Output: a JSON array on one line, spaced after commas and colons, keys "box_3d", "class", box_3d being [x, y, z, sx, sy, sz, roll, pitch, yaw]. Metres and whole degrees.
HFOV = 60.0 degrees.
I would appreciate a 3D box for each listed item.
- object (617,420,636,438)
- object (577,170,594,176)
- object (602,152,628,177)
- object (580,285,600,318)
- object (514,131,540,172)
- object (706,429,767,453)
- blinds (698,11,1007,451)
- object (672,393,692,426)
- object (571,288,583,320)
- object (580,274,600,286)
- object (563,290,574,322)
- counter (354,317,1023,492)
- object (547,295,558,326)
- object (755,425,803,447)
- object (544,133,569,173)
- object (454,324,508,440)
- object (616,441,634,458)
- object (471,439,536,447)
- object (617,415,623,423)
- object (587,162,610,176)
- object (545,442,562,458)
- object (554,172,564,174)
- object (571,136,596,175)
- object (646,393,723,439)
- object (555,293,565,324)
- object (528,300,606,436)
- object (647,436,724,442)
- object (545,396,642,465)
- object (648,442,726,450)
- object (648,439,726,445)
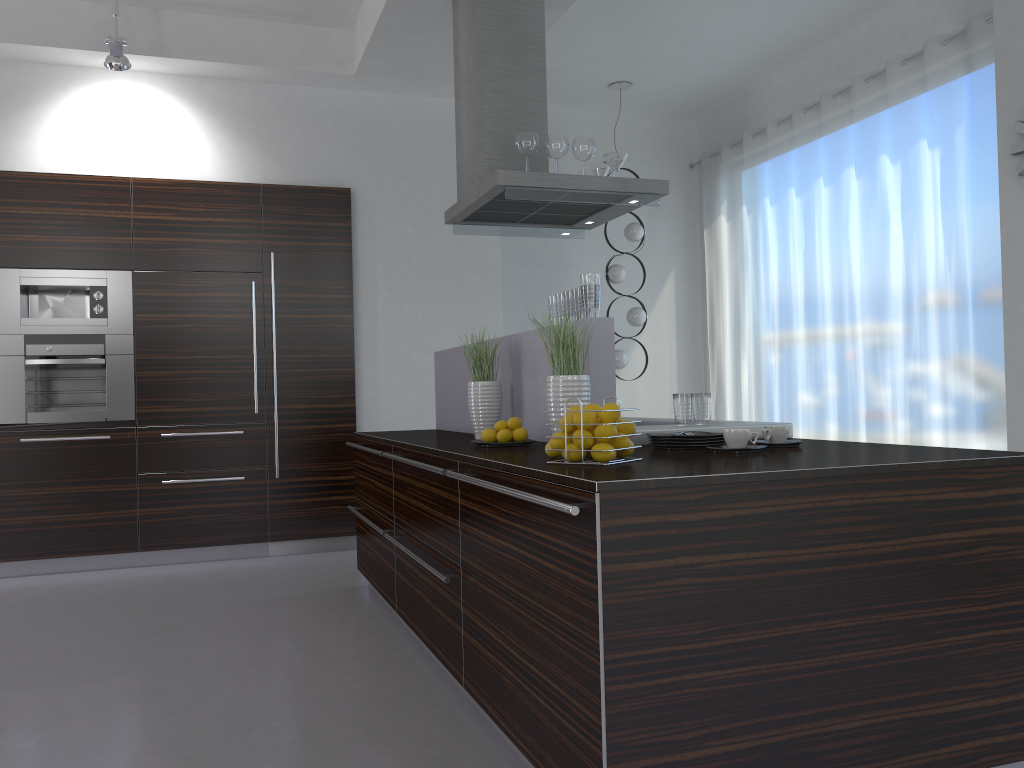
[{"box_3d": [0.308, 0.125, 2.416, 0.060, 0.055, 0.053, -2, -1, 24], "class": "object"}, {"box_3d": [0.437, -1.097, 4.975, 0.137, 0.174, 0.137, -2, -1, 36], "class": "object"}, {"box_3d": [0.540, -1.104, 4.624, 0.137, 0.174, 0.137, -2, -1, 36], "class": "object"}, {"box_3d": [0.279, -0.288, 3.142, 0.071, 0.119, 0.072, -2, -1, 21], "class": "object"}, {"box_3d": [0.074, -1.119, 4.359, 0.125, 0.221, 0.125, -2, -1, 6], "class": "object"}, {"box_3d": [0.666, 0.170, 2.635, 0.153, 0.069, 0.153, -2, -1, 45], "class": "object"}, {"box_3d": [2.210, -0.501, 6.438, 0.120, 3.112, 3.245, -1, -1, -19], "class": "blinds"}, {"box_3d": [0.631, 0.095, 3.279, 0.071, 0.119, 0.072, -1, -1, -19], "class": "object"}, {"box_3d": [0.253, -0.286, 3.218, 0.071, 0.119, 0.072, -2, -1, 21], "class": "object"}, {"box_3d": [0.278, -0.327, 3.142, 0.071, 0.119, 0.072, -2, -1, 21], "class": "object"}, {"box_3d": [0.227, -0.285, 3.295, 0.071, 0.119, 0.072, -2, -1, 21], "class": "object"}, {"box_3d": [0.266, 0.428, 3.619, 1.302, 1.300, 3.291, -1, -1, -19], "class": "counter"}, {"box_3d": [0.175, -0.281, 3.448, 0.072, 0.119, 0.071, -2, -1, 31], "class": "object"}, {"box_3d": [0.849, 0.168, 2.837, 0.153, 0.069, 0.153, -2, -1, 15], "class": "object"}, {"box_3d": [0.223, -1.122, 4.411, 0.125, 0.221, 0.125, -2, -1, 6], "class": "object"}, {"box_3d": [-0.141, -0.015, 3.772, 0.247, 0.502, 0.269, -1, -1, -19], "class": "object"}, {"box_3d": [0.304, 0.177, 2.424, 0.061, 0.053, 0.053, -2, -1, 26], "class": "object"}, {"box_3d": [-0.033, 0.218, 3.274, 0.232, 0.020, 0.232, -1, -1, -10], "class": "object"}, {"box_3d": [0.274, 0.098, 2.441, 0.063, 0.051, 0.053, -2, -1, 27], "class": "object"}, {"box_3d": [0.479, -1.100, 4.804, 0.137, 0.174, 0.137, -2, -1, 36], "class": "object"}, {"box_3d": [0.124, 0.189, 2.581, 0.053, 0.051, 0.063, -1, -1, -15], "class": "object"}, {"box_3d": [0.259, -1.113, 5.177, 0.125, 0.221, 0.125, -2, -1, 6], "class": "object"}, {"box_3d": [0.362, -1.125, 4.459, 0.125, 0.221, 0.125, -2, -1, 6], "class": "object"}, {"box_3d": [0.589, 0.108, 3.070, 0.269, 0.147, 0.646, -2, -1, 6], "class": "object"}, {"box_3d": [0.201, -0.283, 3.371, 0.071, 0.119, 0.072, -2, -1, 21], "class": "object"}, {"box_3d": [0.169, -0.033, 2.939, 0.269, 0.502, 0.247, -2, -1, 24], "class": "object"}, {"box_3d": [0.571, 0.179, 2.882, 0.232, 0.020, 0.232, -1, -1, -15], "class": "object"}, {"box_3d": [0.221, 0.122, 2.395, 0.189, 0.174, 0.207, -2, -1, 36], "class": "object"}, {"box_3d": [0.571, 0.199, 2.882, 0.232, 0.020, 0.232, -1, -1, -10], "class": "object"}, {"box_3d": [0.571, 0.189, 2.882, 0.232, 0.020, 0.232, -1, -1, -10], "class": "object"}]
